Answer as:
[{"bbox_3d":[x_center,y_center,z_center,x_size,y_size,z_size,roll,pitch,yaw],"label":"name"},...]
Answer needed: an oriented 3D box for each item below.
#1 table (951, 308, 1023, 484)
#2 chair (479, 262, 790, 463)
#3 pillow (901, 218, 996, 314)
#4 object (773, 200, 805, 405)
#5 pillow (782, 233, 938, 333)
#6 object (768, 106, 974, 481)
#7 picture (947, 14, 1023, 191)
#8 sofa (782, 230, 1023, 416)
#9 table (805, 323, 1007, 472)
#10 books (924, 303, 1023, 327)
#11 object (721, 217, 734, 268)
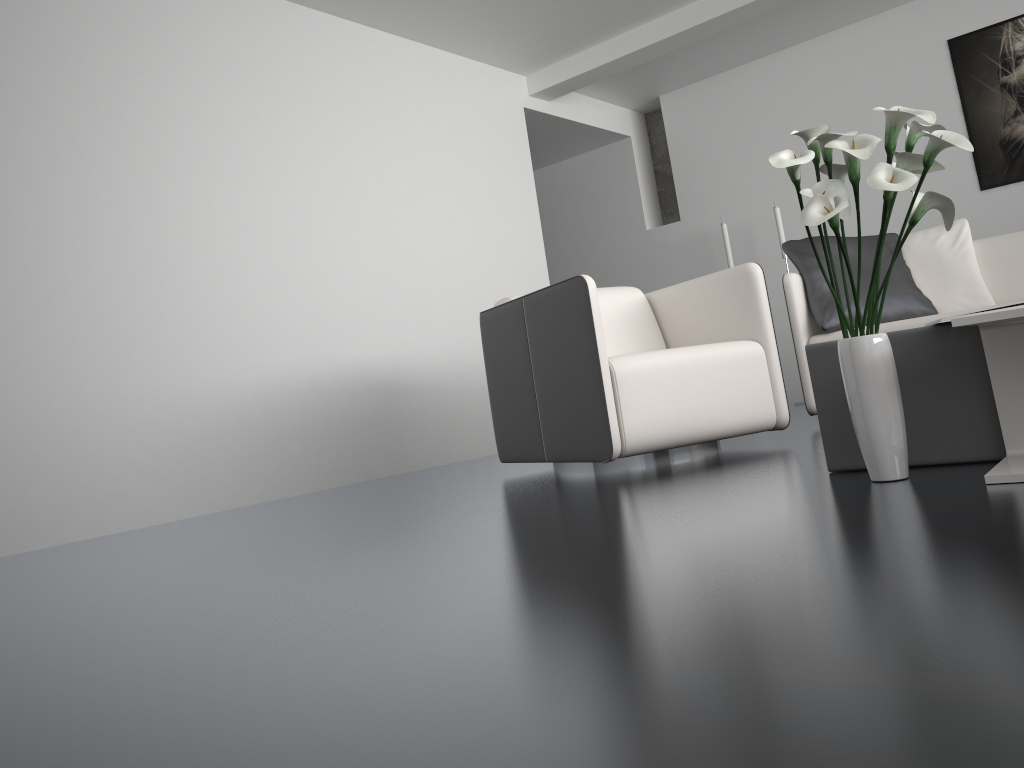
[{"bbox_3d":[1.339,-0.040,1.512,0.957,0.318,0.298,-10,-5,36],"label":"table"},{"bbox_3d":[0.414,-0.086,3.385,0.770,0.670,0.905,-6,-4,-26],"label":"chair"},{"bbox_3d":[1.812,-0.467,3.961,0.579,0.507,0.322,-10,-6,28],"label":"pillow"},{"bbox_3d":[1.902,-0.569,5.948,0.177,1.416,0.180,-14,-10,39],"label":"object"},{"bbox_3d":[1.523,-0.461,3.845,0.566,0.456,0.273,-8,-6,-7],"label":"pillow"},{"bbox_3d":[0.800,-0.201,1.854,0.375,0.809,0.444,-11,-7,22],"label":"object"},{"bbox_3d":[3.147,-1.753,5.351,0.736,1.019,0.004,-13,-9,38],"label":"picture"},{"bbox_3d":[2.337,-0.361,3.441,2.213,0.670,0.920,-10,-4,36],"label":"sofa"},{"bbox_3d":[1.331,-0.029,1.915,1.243,0.318,0.298,-9,-5,37],"label":"table"},{"bbox_3d":[1.239,-0.183,1.990,0.545,0.017,0.357,-9,-1,19],"label":"books"},{"bbox_3d":[1.626,-0.522,6.304,0.177,1.416,0.180,-14,-10,39],"label":"object"}]
